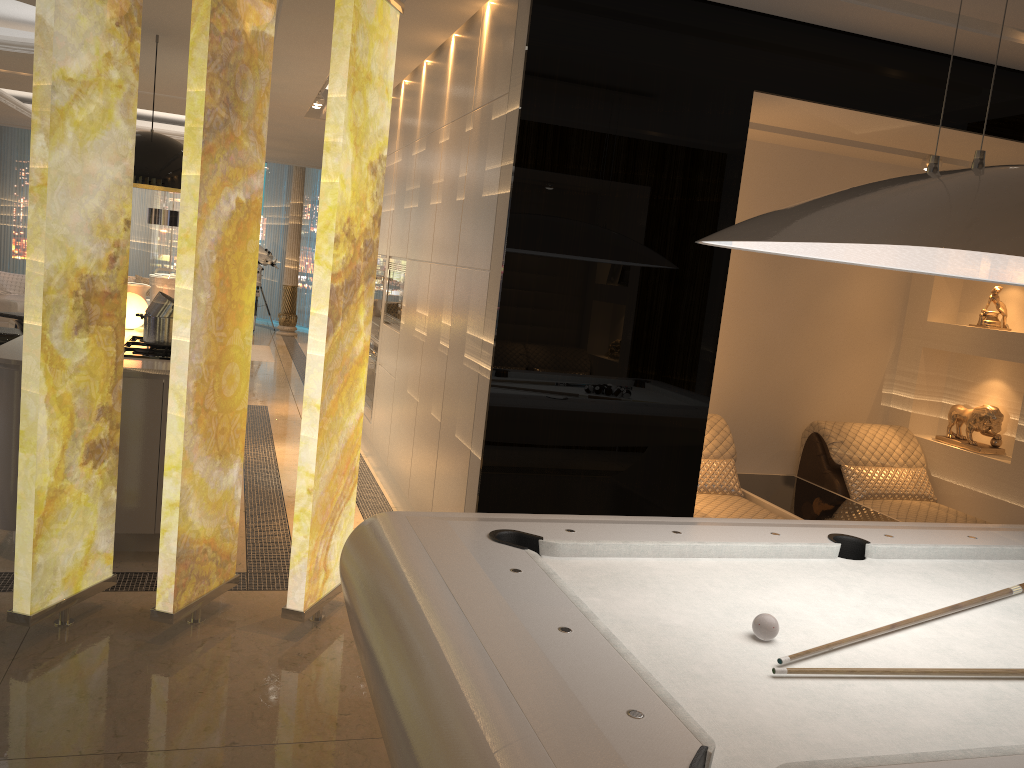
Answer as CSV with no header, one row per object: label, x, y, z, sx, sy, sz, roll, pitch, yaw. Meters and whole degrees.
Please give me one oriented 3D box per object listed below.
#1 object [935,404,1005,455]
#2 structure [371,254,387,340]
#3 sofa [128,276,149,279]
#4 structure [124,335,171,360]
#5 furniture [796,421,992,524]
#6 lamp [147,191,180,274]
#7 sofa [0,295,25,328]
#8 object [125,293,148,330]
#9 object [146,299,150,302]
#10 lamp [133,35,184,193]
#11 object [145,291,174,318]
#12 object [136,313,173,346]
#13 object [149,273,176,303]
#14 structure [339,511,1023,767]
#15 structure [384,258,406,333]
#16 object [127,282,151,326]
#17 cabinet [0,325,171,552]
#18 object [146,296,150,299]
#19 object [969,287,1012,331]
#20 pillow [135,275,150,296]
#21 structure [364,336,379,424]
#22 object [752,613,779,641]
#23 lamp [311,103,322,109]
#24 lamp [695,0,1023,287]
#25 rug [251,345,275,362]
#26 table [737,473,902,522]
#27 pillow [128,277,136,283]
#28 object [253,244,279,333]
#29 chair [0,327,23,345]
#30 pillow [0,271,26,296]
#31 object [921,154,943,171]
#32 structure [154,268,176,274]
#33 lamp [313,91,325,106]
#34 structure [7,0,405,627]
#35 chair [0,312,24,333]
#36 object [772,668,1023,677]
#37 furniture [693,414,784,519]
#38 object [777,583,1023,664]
object,2.622,0.233,5.022,0.180,0.264,0.364,4,8,-18
structure,-0.776,-0.638,6.603,0.595,0.597,0.609,4,8,-18
sofa,-4.933,-1.088,12.543,2.328,0.754,1.145,4,8,-18
structure,-1.737,-0.189,4.552,0.502,0.026,0.811,4,8,-18
furniture,2.151,0.699,4.910,0.660,0.810,1.107,4,8,-18
lamp,-4.801,-1.941,12.321,0.393,2.519,2.009,4,8,-18
sofa,-6.413,-1.010,10.719,1.145,0.754,2.328,4,8,-18
object,-2.245,-0.429,5.199,0.213,0.214,0.212,11,9,32
object,-2.370,-0.529,5.875,0.138,0.051,0.138,11,9,30
lamp,-2.169,-1.645,5.360,0.710,0.898,0.710,5,8,-8
object,-1.736,-0.360,4.526,0.249,0.212,0.256,9,8,17
object,-1.752,-0.276,4.532,0.266,0.147,0.253,10,8,25
object,-2.154,-0.534,5.626,0.288,0.330,0.288,6,8,-1
structure,1.113,0.946,2.163,2.912,0.812,1.659,4,8,-18
structure,-0.562,-0.577,5.889,0.446,0.450,0.659,4,8,-18
object,-2.324,-0.486,5.405,0.183,0.254,0.211,11,9,34
cabinet,-2.313,0.064,5.635,1.046,0.887,3.752,4,8,-18
object,-2.810,-0.648,6.935,0.111,0.062,0.111,7,8,3
object,2.681,-0.425,4.933,0.162,0.236,0.142,4,8,-18
pillow,-5.064,-1.312,12.554,0.587,0.429,0.288,-1,10,-43
structure,-0.843,-0.037,6.684,0.595,0.597,0.609,4,8,-18
object,0.546,0.523,1.910,0.057,0.057,0.057,13,10,41
lamp,-1.696,-2.461,7.706,0.107,0.127,0.107,2,9,-29
lamp,1.307,-0.718,1.924,1.578,0.995,0.939,4,8,-18
rug,-4.543,-0.501,11.303,2.900,0.020,1.661,4,8,-18
table,1.521,0.828,4.778,0.608,0.457,1.143,4,8,-18
pillow,-5.434,-1.332,12.405,0.463,0.380,0.222,5,8,-13
object,-4.068,-1.576,14.189,0.616,1.471,0.570,5,8,-12
chair,-3.140,0.053,5.386,0.380,0.789,0.380,1,9,-35
pillow,-6.435,-1.298,11.391,0.521,0.325,0.281,5,8,-8
object,2.308,-1.232,4.867,0.107,0.127,0.107,1,9,-36
structure,-2.603,-0.714,6.658,0.177,0.310,0.089,4,8,-18
lamp,-1.649,-2.435,7.552,0.107,0.127,0.107,2,9,-29
structure,-1.538,-0.363,3.154,2.180,2.555,0.448,4,8,-18
chair,-3.472,-0.109,6.319,0.380,0.789,0.380,8,8,15
object,1.288,0.621,1.905,1.605,0.026,0.028,5,8,-13
furniture,0.949,0.616,4.523,0.660,0.810,1.107,4,8,-18
object,1.171,0.560,2.263,1.605,0.026,0.028,0,10,-38
